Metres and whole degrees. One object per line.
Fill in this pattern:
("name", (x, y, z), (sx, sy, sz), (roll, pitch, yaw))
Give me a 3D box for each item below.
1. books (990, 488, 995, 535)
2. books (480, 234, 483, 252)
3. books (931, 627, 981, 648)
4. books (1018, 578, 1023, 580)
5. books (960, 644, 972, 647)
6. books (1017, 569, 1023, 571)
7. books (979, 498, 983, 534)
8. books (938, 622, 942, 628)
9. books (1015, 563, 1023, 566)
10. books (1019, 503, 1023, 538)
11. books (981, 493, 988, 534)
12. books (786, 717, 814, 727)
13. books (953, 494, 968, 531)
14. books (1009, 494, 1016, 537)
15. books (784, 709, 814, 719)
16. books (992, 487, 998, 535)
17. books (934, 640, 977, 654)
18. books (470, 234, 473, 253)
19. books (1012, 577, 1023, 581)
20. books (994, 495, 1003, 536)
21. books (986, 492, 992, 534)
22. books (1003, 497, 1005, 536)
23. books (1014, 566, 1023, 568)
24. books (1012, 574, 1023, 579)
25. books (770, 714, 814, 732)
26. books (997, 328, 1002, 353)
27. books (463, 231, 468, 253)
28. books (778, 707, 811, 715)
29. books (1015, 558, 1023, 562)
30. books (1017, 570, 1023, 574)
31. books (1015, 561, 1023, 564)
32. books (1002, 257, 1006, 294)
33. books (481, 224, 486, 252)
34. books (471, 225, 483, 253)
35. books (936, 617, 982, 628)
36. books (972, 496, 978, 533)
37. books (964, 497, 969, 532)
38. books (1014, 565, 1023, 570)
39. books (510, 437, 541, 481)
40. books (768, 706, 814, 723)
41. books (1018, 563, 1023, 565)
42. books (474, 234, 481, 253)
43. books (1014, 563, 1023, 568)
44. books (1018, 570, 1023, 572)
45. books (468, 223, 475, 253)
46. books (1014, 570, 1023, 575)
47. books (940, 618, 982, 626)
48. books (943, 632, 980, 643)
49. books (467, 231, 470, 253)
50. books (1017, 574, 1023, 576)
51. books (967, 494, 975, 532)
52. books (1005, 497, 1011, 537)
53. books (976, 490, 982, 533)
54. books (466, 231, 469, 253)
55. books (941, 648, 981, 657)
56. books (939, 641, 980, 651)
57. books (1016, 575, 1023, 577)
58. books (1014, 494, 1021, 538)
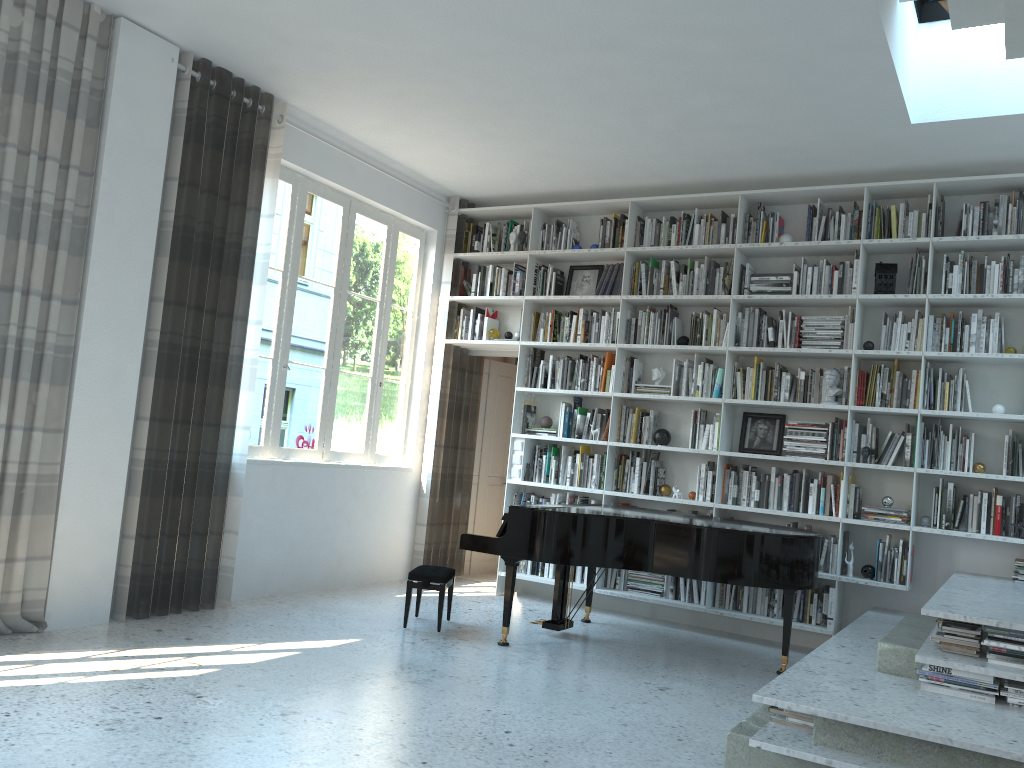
("books", (2.989, 0.792, 5.512), (0.012, 0.285, 0.159), (3, -4, 30))
("books", (-0.222, -1.166, 7.590), (0.031, 0.195, 0.145), (3, -4, 30))
("books", (1.911, 1.087, 3.812), (0.184, 0.014, 0.297), (3, -5, 29))
("books", (3.212, 1.185, 5.326), (0.308, 0.008, 0.195), (3, -5, 26))
("books", (1.927, 1.098, 3.801), (0.134, 0.006, 0.227), (3, -5, 34))
("books", (3.219, 1.133, 5.325), (0.308, 0.008, 0.195), (3, -5, 35))
("books", (2.932, 0.820, 5.539), (0.012, 0.221, 0.153), (3, -4, 30))
("books", (2.052, 1.102, 4.050), (0.177, 0.026, 0.230), (3, -5, 30))
("books", (3.226, 1.104, 5.334), (0.345, 0.007, 0.193), (3, -5, 32))
("books", (3.118, 0.835, 5.426), (0.022, 0.211, 0.136), (3, -4, 30))
("books", (2.941, 0.804, 5.517), (0.025, 0.252, 0.181), (3, -4, 30))
("books", (1.175, 1.316, 3.507), (0.132, 0.014, 0.205), (3, -5, 30))
("books", (2.827, 0.809, 5.590), (0.065, 0.231, 0.162), (3, -4, 30))
("books", (3.074, 0.806, 5.445), (0.026, 0.262, 0.173), (3, -4, 30))
("books", (1.175, 1.282, 3.511), (0.137, 0.019, 0.224), (3, -5, 31))
("books", (2.989, 0.786, 5.487), (0.012, 0.293, 0.175), (3, -4, 30))
("books", (1.913, 1.122, 3.806), (0.161, 0.014, 0.212), (3, -5, 34))
("books", (-0.302, -1.172, 7.613), (0.024, 0.194, 0.167), (3, -4, 30))
("books", (3.211, 1.193, 5.326), (0.345, 0.007, 0.193), (3, -5, 34))
("books", (3.007, 0.812, 5.477), (0.031, 0.244, 0.185), (3, -4, 30))
("books", (2.975, 0.804, 5.534), (0.016, 0.260, 0.098), (3, -4, 30))
("books", (3.038, 0.818, 5.476), (0.025, 0.237, 0.156), (3, -4, 30))
("books", (3.224, 1.119, 5.333), (0.345, 0.007, 0.193), (3, -5, 32))
("books", (3.211, 1.178, 5.324), (0.345, 0.007, 0.193), (3, -5, 35))
("books", (1.148, 1.330, 3.521), (0.184, 0.017, 0.230), (3, -5, 32))
("books", (3.079, -0.254, 5.601), (0.015, 0.189, 0.104), (3, -4, 30))
("books", (-0.373, -1.188, 7.649), (0.014, 0.219, 0.188), (3, -4, 30))
("books", (1.160, 1.259, 3.523), (0.156, 0.027, 0.288), (4, -5, 25))
("books", (3.228, 1.082, 5.335), (0.345, 0.007, 0.193), (3, -5, 32))
("books", (3.215, 1.148, 5.326), (0.308, 0.008, 0.195), (4, -5, 25))
("books", (3.227, 1.089, 5.335), (0.345, 0.007, 0.193), (3, -5, 28))
("books", (3.122, -0.658, 5.627), (0.010, 0.271, 0.120), (3, -4, 30))
("books", (-0.208, -1.210, 7.569), (0.010, 0.281, 0.160), (3, -4, 30))
("books", (-0.280, -1.209, 7.598), (0.025, 0.269, 0.177), (3, -4, 30))
("books", (2.049, 1.084, 4.054), (0.187, 0.009, 0.251), (3, -5, 30))
("books", (2.903, 0.815, 5.553), (0.024, 0.228, 0.160), (3, -4, 30))
("books", (2.860, 0.818, 5.571), (0.011, 0.217, 0.175), (3, -4, 30))
("books", (3.222, 1.126, 5.330), (0.345, 0.007, 0.193), (3, -5, 27))
("books", (0.110, 0.608, 7.130), (0.106, 0.340, 0.307), (3, -4, 30))
("books", (1.145, 1.299, 3.526), (0.187, 0.017, 0.206), (3, -5, 35))
("books", (3.227, 1.097, 5.334), (0.308, 0.008, 0.195), (3, -5, 32))
("books", (-0.260, -1.166, 7.583), (0.028, 0.186, 0.182), (3, -4, 30))
("books", (3.221, 1.111, 5.326), (0.345, 0.007, 0.193), (4, -5, 25))
("books", (3.222, 1.142, 5.338), (0.308, 0.008, 0.195), (3, -5, 30))
("books", (-0.316, -1.219, 7.623), (0.014, 0.285, 0.175), (3, -4, 30))
("books", (3.218, 1.156, 5.332), (0.345, 0.007, 0.193), (3, -5, 28))
("books", (2.053, 1.068, 4.053), (0.168, 0.013, 0.281), (3, -5, 27))
("books", (1.933, 1.076, 3.800), (0.137, 0.012, 0.242), (3, -5, 31))
("books", (-0.330, -1.187, 7.639), (0.023, 0.223, 0.151), (3, -4, 30))
("books", (3.216, 1.164, 5.332), (0.308, 0.008, 0.195), (3, -5, 32))
("books", (2.883, 0.811, 5.570), (0.029, 0.234, 0.142), (3, -4, 30))
("books", (3.061, 0.817, 5.470), (0.021, 0.242, 0.131), (3, -4, 30))
("books", (2.920, 0.796, 5.542), (0.014, 0.267, 0.171), (3, -4, 30))
("books", (-0.345, -1.189, 7.659), (0.023, 0.228, 0.130), (3, -4, 30))
("books", (1.926, 1.134, 3.797), (0.144, 0.009, 0.250), (3, -5, 30))
("books", (1.920, 1.108, 3.804), (0.152, 0.015, 0.208), (3, -5, 27))
("books", (3.213, 1.171, 5.327), (0.308, 0.008, 0.195), (3, -5, 34))
("books", (3.099, 0.808, 5.438), (0.026, 0.263, 0.169), (3, -4, 30))
